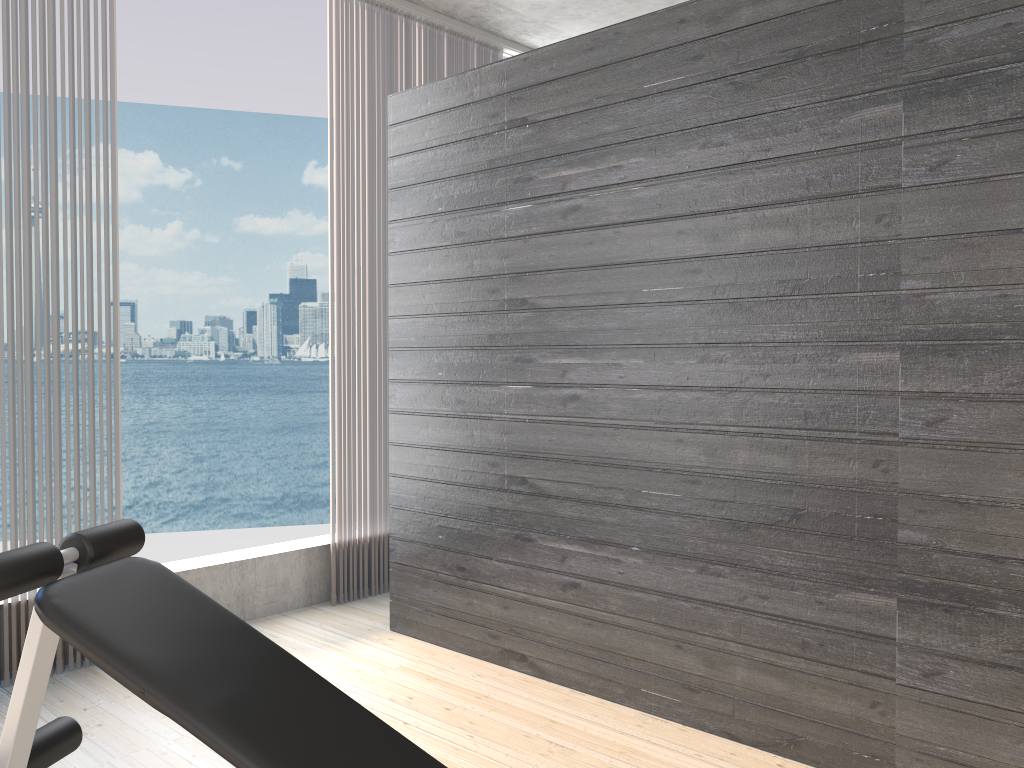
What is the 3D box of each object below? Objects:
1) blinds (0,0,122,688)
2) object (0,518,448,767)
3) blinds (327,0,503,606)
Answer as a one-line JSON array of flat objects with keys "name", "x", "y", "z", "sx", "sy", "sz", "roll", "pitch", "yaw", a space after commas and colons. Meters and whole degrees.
[{"name": "blinds", "x": -1.811, "y": -0.356, "z": 2.834, "sx": 0.069, "sy": 2.744, "sz": 1.133, "roll": 1, "pitch": 2, "yaw": 43}, {"name": "object", "x": -0.461, "y": 0.674, "z": 1.653, "sx": 1.312, "sy": 0.746, "sz": 0.505, "roll": 0, "pitch": 2, "yaw": 12}, {"name": "blinds", "x": -0.432, "y": -0.397, "z": 4.329, "sx": 0.069, "sy": 2.744, "sz": 1.133, "roll": 1, "pitch": 2, "yaw": 43}]
